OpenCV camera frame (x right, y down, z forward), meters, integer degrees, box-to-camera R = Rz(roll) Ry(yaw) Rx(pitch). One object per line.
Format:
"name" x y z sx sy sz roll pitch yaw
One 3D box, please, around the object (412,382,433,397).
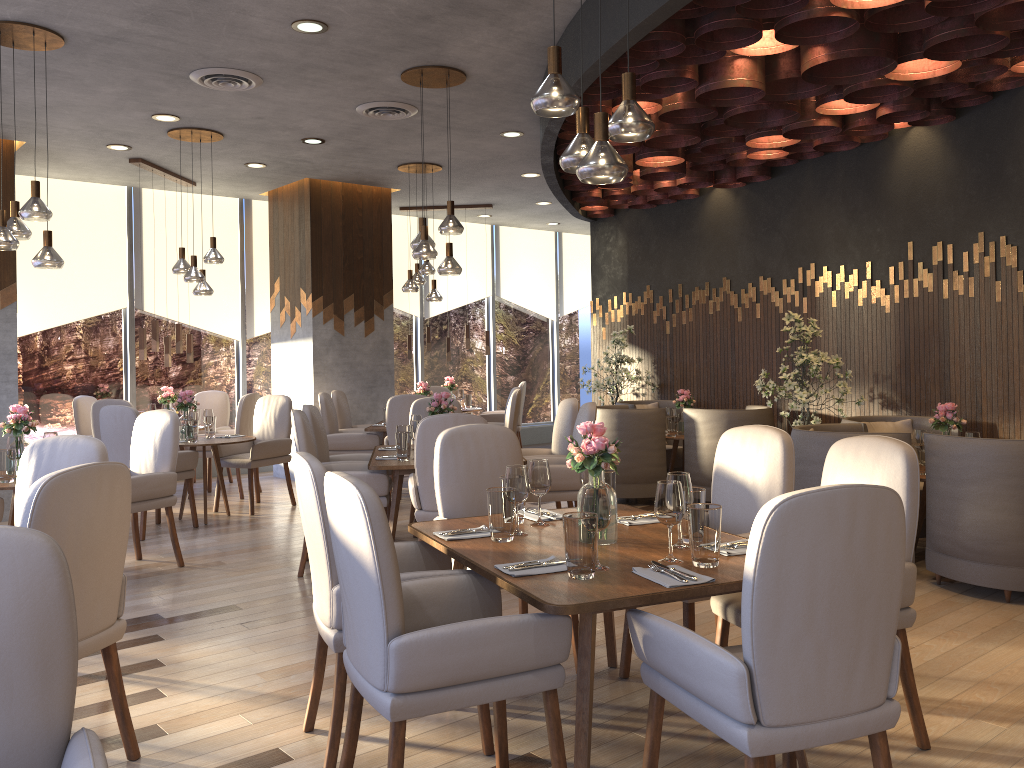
"object" -0.875 0.181 8.770 0.210 0.416 0.198 -1 0 27

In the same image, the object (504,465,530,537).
"object" 0.017 0.414 3.147 0.092 0.244 0.092 -1 0 -5

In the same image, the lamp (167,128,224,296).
"lamp" -2.612 -1.407 7.351 0.439 1.326 0.439 -1 0 -33

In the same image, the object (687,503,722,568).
"object" 0.574 0.451 2.637 0.102 0.178 0.102 -1 0 44

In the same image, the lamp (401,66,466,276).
"lamp" -0.514 -1.404 5.953 0.439 1.326 0.439 -1 0 -35

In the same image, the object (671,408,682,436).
"object" 1.491 0.345 8.040 0.092 0.244 0.092 -1 0 24

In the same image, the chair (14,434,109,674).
"chair" -1.954 0.728 3.538 0.528 1.000 0.600 -1 0 13

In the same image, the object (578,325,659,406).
"object" 1.081 0.191 9.306 0.746 1.616 0.788 -1 0 -34

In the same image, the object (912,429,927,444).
"object" 2.535 0.401 5.501 0.092 0.244 0.092 -1 0 44

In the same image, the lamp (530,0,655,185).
"lamp" 0.265 -1.331 3.023 0.439 1.326 0.439 -1 0 -1

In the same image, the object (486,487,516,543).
"object" -0.035 0.450 3.052 0.102 0.178 0.102 -1 0 -18

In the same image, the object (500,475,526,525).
"object" 0.006 0.440 3.372 0.102 0.178 0.102 -1 0 -20

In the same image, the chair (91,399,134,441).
"chair" -3.486 0.621 8.083 0.528 1.000 0.600 -1 0 10

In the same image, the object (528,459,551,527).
"object" 0.103 0.407 3.323 0.092 0.244 0.092 -1 0 -24

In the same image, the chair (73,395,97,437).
"chair" -3.974 0.609 8.769 0.599 1.000 0.528 -1 0 3

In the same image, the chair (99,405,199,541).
"chair" -2.813 0.645 6.837 0.528 1.000 0.600 -1 0 26

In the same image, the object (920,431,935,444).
"object" 2.486 0.409 5.291 0.092 0.244 0.092 -1 0 19

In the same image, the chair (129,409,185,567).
"chair" -2.429 0.676 5.562 0.528 1.000 0.600 -1 0 31

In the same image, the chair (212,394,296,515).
"chair" -2.272 0.605 7.865 0.528 1.000 0.600 -1 0 27

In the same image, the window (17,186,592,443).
"window" -3.043 -0.696 6.762 8.059 3.199 16.127 -1 2 5

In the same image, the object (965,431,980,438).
"object" 2.726 0.406 5.242 0.092 0.244 0.092 -1 0 23

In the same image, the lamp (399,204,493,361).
"lamp" -0.803 -1.249 11.053 1.161 1.931 0.118 -1 0 5

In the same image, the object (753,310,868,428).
"object" 2.252 0.246 6.730 0.788 1.616 0.746 -1 0 -14

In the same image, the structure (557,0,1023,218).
"structure" 1.786 -1.959 5.298 2.755 0.557 9.455 -1 2 -10

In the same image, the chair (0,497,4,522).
"chair" -3.047 0.717 4.579 0.528 1.000 0.600 -1 0 31

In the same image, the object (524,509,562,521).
"object" 0.127 0.514 3.487 0.157 0.019 0.255 -2 2 -26

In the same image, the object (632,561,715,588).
"object" 0.446 0.537 2.532 0.157 0.019 0.255 -2 2 -22

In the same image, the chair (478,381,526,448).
"chair" -0.114 0.472 11.013 0.599 1.000 0.528 -1 0 3

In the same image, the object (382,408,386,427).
"object" -1.168 0.314 8.355 0.102 0.178 0.102 -1 0 8

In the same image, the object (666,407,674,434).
"object" 1.471 0.339 8.252 0.092 0.244 0.092 -1 0 27

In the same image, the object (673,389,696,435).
"object" 1.594 0.254 8.169 0.210 0.416 0.198 -1 0 27

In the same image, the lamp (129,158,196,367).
"lamp" -3.410 -1.132 8.747 0.118 1.931 1.161 -1 0 5

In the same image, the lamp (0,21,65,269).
"lamp" -2.799 -1.336 5.078 0.439 1.326 0.439 -1 0 -38

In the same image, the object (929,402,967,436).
"object" 2.633 0.318 5.373 0.198 0.416 0.210 -1 0 -28

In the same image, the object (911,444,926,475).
"object" 2.400 0.445 5.224 0.102 0.178 0.102 -1 0 35

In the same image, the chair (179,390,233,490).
"chair" -3.283 0.579 9.358 0.528 1.000 0.600 -1 0 7

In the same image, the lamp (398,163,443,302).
"lamp" -0.900 -1.480 8.772 0.439 1.326 0.439 -1 0 35

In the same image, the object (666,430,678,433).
"object" 1.511 0.446 8.414 0.157 0.019 0.255 -2 2 -21

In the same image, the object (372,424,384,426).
"object" -1.211 0.389 8.515 0.255 0.019 0.157 -1 2 2

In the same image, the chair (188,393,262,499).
"chair" -2.784 0.591 8.648 0.599 1.000 0.528 -1 0 7

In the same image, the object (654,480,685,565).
"object" 0.480 0.419 2.694 0.092 0.244 0.092 -1 0 -19

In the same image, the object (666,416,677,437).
"object" 1.430 0.382 7.950 0.102 0.178 0.102 -1 0 8
